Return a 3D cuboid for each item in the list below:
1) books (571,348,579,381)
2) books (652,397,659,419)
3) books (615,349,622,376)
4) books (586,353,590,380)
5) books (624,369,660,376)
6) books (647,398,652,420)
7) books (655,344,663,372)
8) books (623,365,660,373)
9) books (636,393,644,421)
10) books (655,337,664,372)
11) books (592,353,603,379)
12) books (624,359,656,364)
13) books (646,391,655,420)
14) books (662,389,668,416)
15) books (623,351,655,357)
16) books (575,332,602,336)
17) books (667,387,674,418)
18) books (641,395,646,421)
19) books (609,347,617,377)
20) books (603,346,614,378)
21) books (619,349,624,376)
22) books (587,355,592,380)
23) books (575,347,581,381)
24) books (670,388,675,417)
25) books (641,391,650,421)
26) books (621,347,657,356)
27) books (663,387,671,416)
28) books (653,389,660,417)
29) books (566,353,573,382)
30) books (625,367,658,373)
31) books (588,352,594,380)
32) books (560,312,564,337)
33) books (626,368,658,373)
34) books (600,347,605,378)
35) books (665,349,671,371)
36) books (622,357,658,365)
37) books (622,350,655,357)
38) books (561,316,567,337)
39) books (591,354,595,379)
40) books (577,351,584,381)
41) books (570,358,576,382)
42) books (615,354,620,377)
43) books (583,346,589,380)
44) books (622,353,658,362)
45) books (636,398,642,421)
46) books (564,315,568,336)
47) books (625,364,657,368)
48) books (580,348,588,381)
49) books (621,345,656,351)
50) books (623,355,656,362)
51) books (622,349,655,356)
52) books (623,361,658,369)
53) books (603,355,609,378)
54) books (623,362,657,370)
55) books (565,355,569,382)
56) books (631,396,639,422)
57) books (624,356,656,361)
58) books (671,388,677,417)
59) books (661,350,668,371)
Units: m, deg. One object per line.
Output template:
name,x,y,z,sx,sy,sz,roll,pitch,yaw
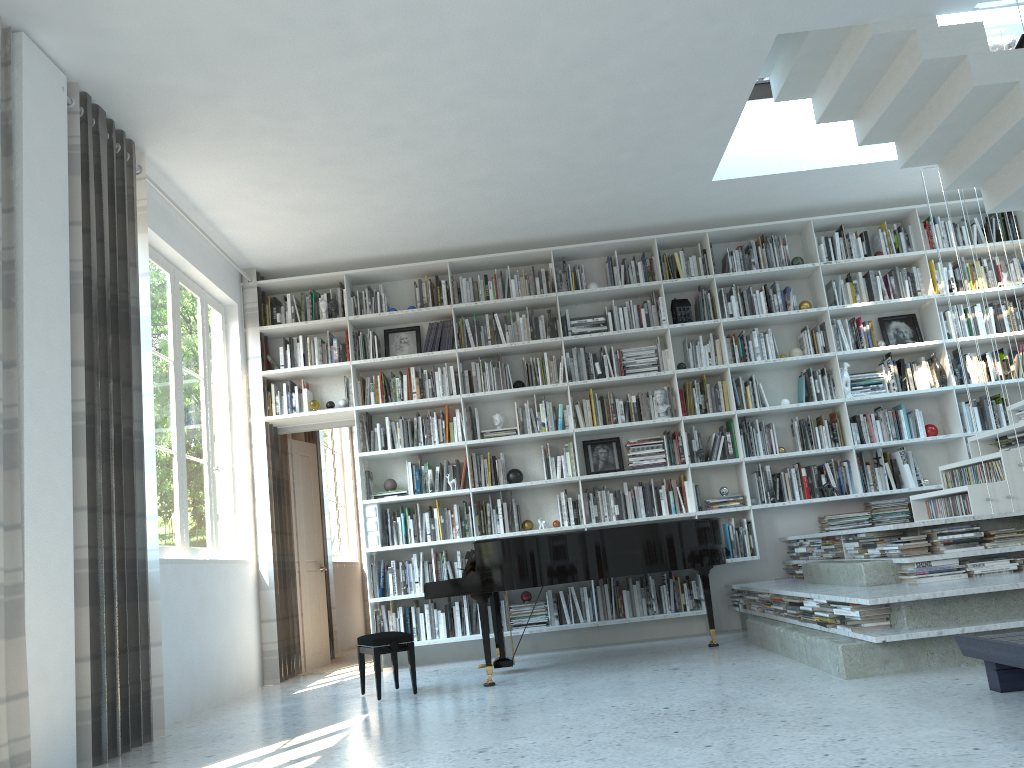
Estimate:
books,0.510,-0.125,7.140,0.026,0.296,0.179,-6,-11,1
books,1.139,0.215,7.062,0.035,0.201,0.149,-6,-11,1
books,0.858,-0.139,7.130,0.015,0.244,0.183,-6,-11,1
books,0.609,-0.113,7.140,0.011,0.251,0.153,-6,-11,1
books,1.036,-0.079,7.125,0.285,0.012,0.160,-7,-12,2
books,1.088,0.220,7.071,0.022,0.206,0.114,-6,-11,1
books,1.182,-0.181,7.123,0.012,0.253,0.161,-6,-11,1
books,1.032,-0.115,7.127,0.285,0.012,0.160,-6,-12,-2
books,1.019,0.202,7.042,0.012,0.244,0.186,-6,-11,1
books,1.191,-0.211,7.145,0.012,0.318,0.140,-6,-11,1
books,0.687,-0.116,7.129,0.066,0.236,0.154,-6,-11,1
books,1.027,-0.161,7.141,0.254,0.012,0.161,-7,-12,2
books,1.107,0.191,7.070,0.024,0.258,0.127,-6,-11,1
books,1.212,0.178,7.066,0.025,0.259,0.130,-6,-11,1
books,1.020,-0.222,7.144,0.254,0.012,0.161,-7,-12,5
books,0.627,-0.382,7.192,0.285,0.012,0.160,-7,-12,4
books,1.255,0.169,7.060,0.014,0.265,0.154,-6,-11,1
books,1.039,0.215,7.077,0.025,0.229,0.143,-6,-11,1
books,0.814,-0.147,7.126,0.021,0.268,0.192,-6,-11,1
books,0.779,-0.151,7.142,0.049,0.290,0.162,-6,-11,1
books,0.871,-0.144,7.118,0.013,0.246,0.177,-6,-11,1
books,0.622,-0.105,7.138,0.014,0.232,0.147,-6,-11,1
books,0.530,-0.131,7.160,0.014,0.312,0.134,-6,-11,1
books,1.270,0.172,7.071,0.014,0.260,0.137,-6,-11,1
books,1.061,0.194,7.060,0.025,0.258,0.151,-6,-11,1
books,1.015,-0.259,7.151,0.285,0.012,0.160,-5,-12,-4
books,1.236,0.168,7.078,0.025,0.278,0.108,-6,-11,1
books,1.160,0.184,7.076,0.014,0.262,0.135,-6,-11,1
books,0.459,-0.104,7.140,0.026,0.266,0.171,-6,-11,1
books,1.033,-0.102,7.129,0.254,0.012,0.161,-6,-12,0
books,0.635,-0.116,7.136,0.014,0.249,0.173,-6,-11,1
books,0.401,-0.450,7.219,0.012,0.253,0.161,-6,-11,1
books,1.035,-0.090,7.129,0.254,0.012,0.161,-6,-12,1
books,0.729,-0.142,7.146,0.022,0.285,0.131,-6,-11,1
books,1.248,-0.161,7.136,0.030,0.205,0.158,-6,-11,1
books,1.025,-0.174,7.139,0.285,0.012,0.160,-7,-12,4
books,1.018,-0.234,7.153,0.254,0.012,0.161,-7,-12,3
books,0.423,-0.431,7.194,0.027,0.201,0.168,-6,-11,1
books,0.648,-0.112,7.136,0.011,0.239,0.148,-6,-11,1
books,0.551,-0.116,7.130,0.025,0.265,0.185,-6,-11,1
books,0.488,-0.085,7.151,0.027,0.228,0.147,-6,-11,1
books,0.840,-0.121,7.136,0.024,0.216,0.132,-6,-11,1
books,0.596,-0.136,7.142,0.011,0.299,0.180,-6,-11,1
books,1.021,-0.208,7.151,0.285,0.012,0.160,-6,-12,0
books,1.001,0.228,7.049,0.029,0.200,0.178,-6,-11,1
books,0.442,-0.439,7.208,0.013,0.218,0.141,-6,-11,1
books,1.031,-0.126,7.132,0.254,0.012,0.161,-7,-12,3
books,0.576,-0.129,7.149,0.029,0.294,0.151,-6,-11,1
books,1.014,-0.269,7.160,0.285,0.012,0.160,-7,-12,3
books,1.023,-0.197,7.146,0.254,0.012,0.161,-7,-12,3
books,1.017,-0.245,7.160,0.254,0.012,0.161,-6,-12,1
books,1.028,-0.149,7.139,0.285,0.012,0.160,-7,-12,2
books,0.755,-0.113,7.133,0.024,0.216,0.148,-6,-11,1
books,1.029,-0.138,7.134,0.254,0.012,0.161,-6,-12,-1
books,0.441,-0.093,7.149,0.012,0.253,0.161,-6,-11,1
books,0.971,0.220,7.049,0.029,0.223,0.186,-6,-11,1
books,1.024,-0.186,7.141,0.254,0.012,0.161,-6,-12,-2
books,1.288,0.170,7.079,0.023,0.264,0.107,-6,-11,1
books,1.218,-0.155,7.130,0.029,0.198,0.172,-6,-11,1
